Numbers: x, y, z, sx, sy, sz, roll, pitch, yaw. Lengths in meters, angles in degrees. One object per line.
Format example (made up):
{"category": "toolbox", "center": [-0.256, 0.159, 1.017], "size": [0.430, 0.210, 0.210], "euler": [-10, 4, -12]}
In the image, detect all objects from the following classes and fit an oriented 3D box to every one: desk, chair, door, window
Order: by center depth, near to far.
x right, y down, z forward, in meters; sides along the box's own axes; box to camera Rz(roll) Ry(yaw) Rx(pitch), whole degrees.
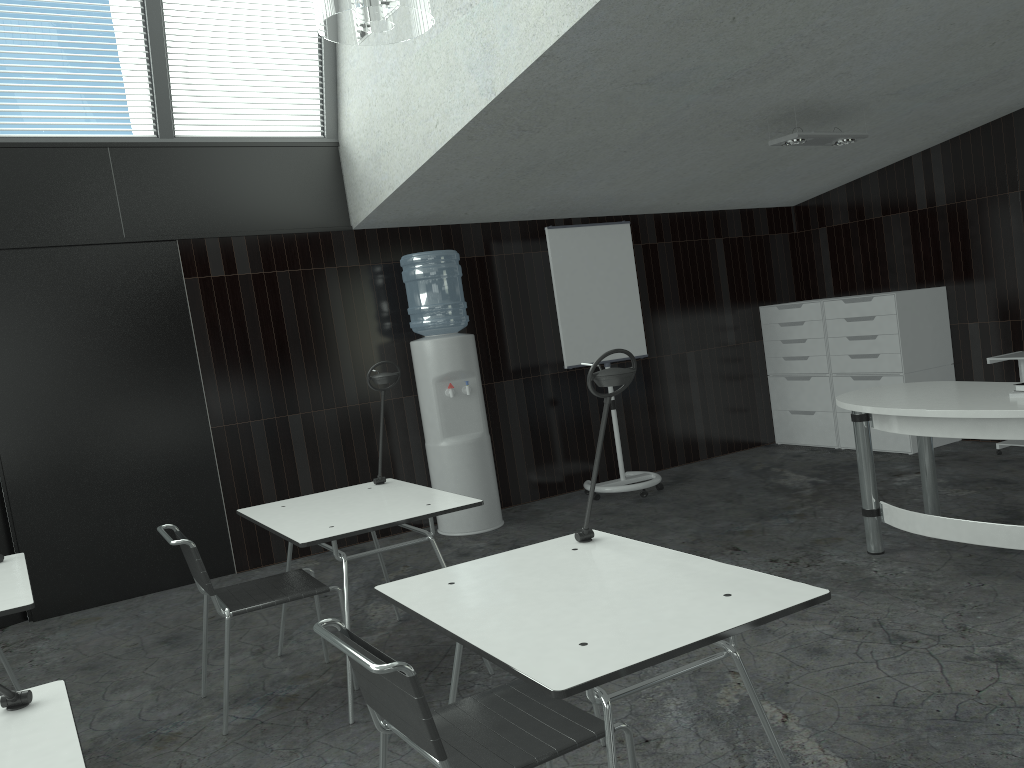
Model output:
{"category": "desk", "center": [-1.007, 0.894, 1.343], "size": [0.700, 1.153, 0.900], "euler": [-10, 5, -30]}
{"category": "window", "center": [-6.550, -2.220, 1.786], "size": [12.775, 3.101, 1.144], "euler": [-10, 5, -30]}
{"category": "chair", "center": [-0.063, 0.915, 1.948], "size": [0.555, 0.765, 0.428], "euler": [-10, 5, -31]}
{"category": "desk", "center": [0.164, 0.594, 2.092], "size": [0.700, 1.321, 0.900], "euler": [-10, 5, -29]}
{"category": "desk", "center": [-1.882, 0.896, 2.777], "size": [0.700, 1.153, 0.900], "euler": [-10, 5, -30]}
{"category": "chair", "center": [-0.948, 0.925, 3.302], "size": [0.555, 0.765, 0.428], "euler": [-10, 5, -29]}
{"category": "desk", "center": [-0.617, 0.588, 3.479], "size": [0.700, 1.321, 0.900], "euler": [-10, 5, -30]}
{"category": "desk", "center": [2.149, 0.451, 3.799], "size": [0.910, 0.818, 1.600], "euler": [-11, 5, -35]}
{"category": "door", "center": [-3.057, 0.487, 4.368], "size": [0.940, 2.020, 0.365], "euler": [-10, 5, -30]}

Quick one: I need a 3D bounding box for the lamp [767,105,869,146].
{"category": "lamp", "center": [1.541, -3.321, 4.983], "size": [0.600, 3.595, 0.212], "euler": [-10, 5, -30]}

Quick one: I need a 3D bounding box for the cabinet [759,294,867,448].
{"category": "cabinet", "center": [2.552, -0.120, 7.295], "size": [0.587, 1.292, 0.639], "euler": [-10, 5, -30]}

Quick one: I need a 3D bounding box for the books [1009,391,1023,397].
{"category": "books", "center": [2.226, 0.026, 3.691], "size": [0.210, 0.021, 0.297], "euler": [-3, 6, 43]}

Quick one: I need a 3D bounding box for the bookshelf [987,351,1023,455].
{"category": "bookshelf", "center": [3.611, 0.142, 5.748], "size": [0.403, 0.739, 0.817], "euler": [-10, 5, -30]}

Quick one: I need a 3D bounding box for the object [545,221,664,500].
{"category": "object", "center": [0.653, -0.183, 6.165], "size": [0.560, 2.091, 0.553], "euler": [-6, 5, 23]}

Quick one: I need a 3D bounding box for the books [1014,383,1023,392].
{"category": "books", "center": [2.200, 0.007, 3.649], "size": [0.183, 0.032, 0.164], "euler": [-9, 5, -17]}

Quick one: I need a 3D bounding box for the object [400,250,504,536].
{"category": "object", "center": [-0.394, 0.059, 5.665], "size": [0.436, 1.967, 0.436], "euler": [-11, 6, -40]}

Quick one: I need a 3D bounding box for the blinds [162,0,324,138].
{"category": "blinds", "center": [-1.476, -3.110, 4.730], "size": [0.889, 2.982, 1.106], "euler": [-10, 5, -30]}

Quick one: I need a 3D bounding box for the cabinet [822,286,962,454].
{"category": "cabinet", "center": [2.881, -0.119, 6.737], "size": [0.587, 1.292, 0.639], "euler": [-10, 5, -30]}

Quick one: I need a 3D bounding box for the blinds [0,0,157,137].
{"category": "blinds", "center": [-2.319, -2.959, 4.234], "size": [0.889, 2.982, 1.106], "euler": [-10, 5, -30]}

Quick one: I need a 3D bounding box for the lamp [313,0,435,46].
{"category": "lamp", "center": [-0.604, -2.631, 2.624], "size": [0.359, 2.848, 0.350], "euler": [-10, 5, -30]}
